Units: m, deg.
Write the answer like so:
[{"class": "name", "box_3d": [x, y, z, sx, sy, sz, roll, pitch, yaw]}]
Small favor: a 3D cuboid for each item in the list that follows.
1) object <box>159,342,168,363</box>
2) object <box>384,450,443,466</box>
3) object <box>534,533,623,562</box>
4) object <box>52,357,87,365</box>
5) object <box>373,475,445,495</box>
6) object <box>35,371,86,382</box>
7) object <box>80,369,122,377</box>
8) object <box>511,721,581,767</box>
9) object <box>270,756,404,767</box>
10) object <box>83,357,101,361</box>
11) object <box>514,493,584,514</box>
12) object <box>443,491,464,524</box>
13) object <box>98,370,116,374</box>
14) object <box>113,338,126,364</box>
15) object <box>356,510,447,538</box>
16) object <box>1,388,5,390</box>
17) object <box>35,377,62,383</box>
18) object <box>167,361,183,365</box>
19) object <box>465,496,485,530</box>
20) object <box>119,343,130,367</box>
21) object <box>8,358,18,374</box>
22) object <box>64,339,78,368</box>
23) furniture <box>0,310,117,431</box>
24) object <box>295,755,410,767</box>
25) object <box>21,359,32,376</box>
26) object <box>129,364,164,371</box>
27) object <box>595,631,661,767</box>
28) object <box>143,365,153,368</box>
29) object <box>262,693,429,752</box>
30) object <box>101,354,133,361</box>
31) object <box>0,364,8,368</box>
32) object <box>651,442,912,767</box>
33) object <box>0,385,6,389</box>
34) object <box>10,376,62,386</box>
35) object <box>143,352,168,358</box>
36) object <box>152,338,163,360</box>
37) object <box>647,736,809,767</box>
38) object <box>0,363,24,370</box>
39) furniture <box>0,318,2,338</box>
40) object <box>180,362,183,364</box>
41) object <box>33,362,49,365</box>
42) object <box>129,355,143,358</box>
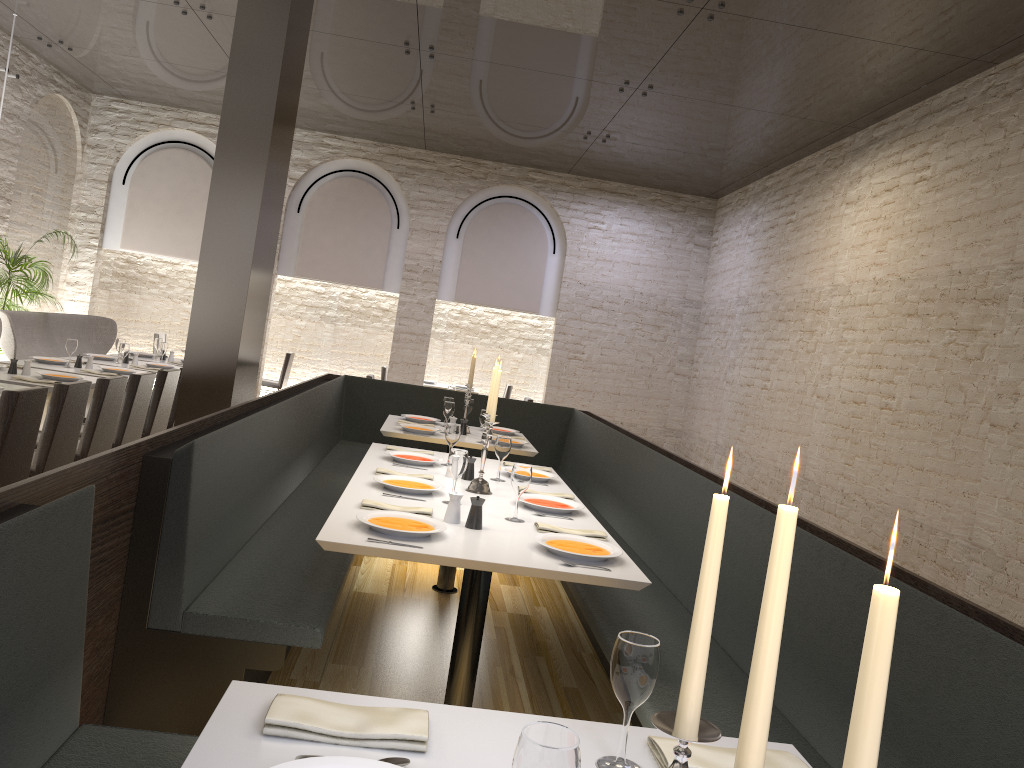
[{"class": "object", "box_3d": [-3.413, -0.293, 8.656, 0.087, 0.231, 0.086, 9, 0, 25]}, {"class": "object", "box_3d": [-0.533, 0.407, 4.790, 0.321, 0.036, 0.322, 8, 2, -10]}, {"class": "object", "box_3d": [0.235, 0.592, 3.171, 0.320, 0.036, 0.323, 7, 3, -29]}, {"class": "object", "box_3d": [-3.785, -0.196, 7.589, 0.272, 0.033, 0.143, 8, 2, -5]}, {"class": "object", "box_3d": [-0.461, 0.454, 3.942, 0.322, 0.036, 0.321, 9, 2, 15]}, {"class": "object", "box_3d": [-3.147, -0.047, 6.177, 0.321, 0.036, 0.322, 7, 3, -27]}, {"class": "object", "box_3d": [-3.214, -0.082, 6.933, 0.272, 0.033, 0.143, 8, 2, -5]}, {"class": "object", "box_3d": [0.031, 0.549, 1.101, 0.086, 0.231, 0.086, 9, 0, 7]}, {"class": "object", "box_3d": [-0.228, 0.605, 1.215, 0.322, 0.036, 0.321, 9, 2, 15]}, {"class": "object", "box_3d": [-3.856, -0.228, 8.163, 0.185, 0.010, 0.017, 8, 2, -5]}, {"class": "object", "box_3d": [0.165, 0.546, 3.995, 0.322, 0.036, 0.321, 9, 2, 15]}, {"class": "object", "box_3d": [-0.221, 0.471, 3.388, 0.069, 0.126, 0.068, 9, 1, 18]}, {"class": "object", "box_3d": [-3.233, -0.092, 7.109, 0.181, 0.015, 0.038, 8, 2, -3]}, {"class": "object", "box_3d": [-3.626, -0.305, 8.182, 0.087, 0.231, 0.086, 9, 0, 25]}, {"class": "object", "box_3d": [-0.390, 0.500, 3.118, 0.321, 0.036, 0.322, 8, 2, -7]}, {"class": "object", "box_3d": [-3.069, 0.018, 5.187, 0.185, 0.010, 0.017, 8, 2, -5]}, {"class": "object", "box_3d": [-3.138, -0.030, 5.994, 0.181, 0.015, 0.038, 8, 2, -3]}, {"class": "object", "box_3d": [-3.405, -0.206, 9.168, 0.272, 0.033, 0.143, 8, 2, -5]}, {"class": "object", "box_3d": [-0.137, 0.486, 3.346, 0.069, 0.126, 0.068, 9, 1, 26]}, {"class": "object", "box_3d": [-3.320, -0.232, 7.563, 0.087, 0.231, 0.086, 9, 0, 25]}, {"class": "object", "box_3d": [-3.425, -0.125, 6.086, 0.059, 0.109, 0.059, 8, 1, -13]}, {"class": "object", "box_3d": [-3.532, -0.244, 7.089, 0.087, 0.231, 0.086, 9, 0, 25]}, {"class": "furniture", "box_3d": [-4.435, -0.132, 9.006, 0.707, 1.097, 2.587, 9, 2, -5]}, {"class": "object", "box_3d": [-0.254, 0.601, 1.416, 0.181, 0.015, 0.038, 8, 2, -3]}, {"class": "object", "box_3d": [-3.359, -0.117, 6.138, 0.059, 0.109, 0.059, 8, 1, -13]}, {"class": "object", "box_3d": [-3.308, -0.143, 8.032, 0.272, 0.033, 0.143, 8, 2, -5]}, {"class": "object", "box_3d": [0.205, 0.556, 1.544, 0.086, 0.231, 0.086, 9, 0, 7]}, {"class": "object", "box_3d": [-3.327, -0.153, 8.208, 0.181, 0.015, 0.038, 8, 2, -3]}, {"class": "object", "box_3d": [-0.282, 0.584, 1.544, 0.272, 0.033, 0.143, 8, 2, -5]}, {"class": "object", "box_3d": [-3.878, -0.257, 8.689, 0.272, 0.033, 0.143, 8, 2, -5]}, {"class": "object", "box_3d": [-3.677, -0.125, 6.133, 0.321, 0.036, 0.322, 7, 3, -27]}, {"class": "object", "box_3d": [0.185, 0.372, 0.726, 0.131, 0.657, 0.390, 9, 1, 6]}, {"class": "object", "box_3d": [-3.048, 0.018, 5.010, 0.321, 0.036, 0.322, 7, 3, -27]}, {"class": "object", "box_3d": [-3.119, -0.020, 5.819, 0.272, 0.033, 0.143, 8, 2, -5]}, {"class": "object", "box_3d": [-3.975, -0.320, 9.825, 0.272, 0.033, 0.143, 8, 2, -5]}, {"class": "object", "box_3d": [-3.722, -0.367, 9.306, 0.087, 0.231, 0.086, 9, 0, 25]}, {"class": "object", "box_3d": [0.395, 0.683, 1.603, 0.272, 0.033, 0.143, 8, 2, -5]}, {"class": "object", "box_3d": [-3.689, -0.134, 6.475, 0.272, 0.033, 0.143, 8, 2, -5]}, {"class": "furniture", "box_3d": [-4.123, 0.071, 5.343, 0.708, 1.097, 4.481, 9, 2, -5]}, {"class": "object", "box_3d": [-3.424, -0.216, 9.344, 0.181, 0.015, 0.038, 8, 2, -3]}, {"class": "object", "box_3d": [-3.762, -0.167, 7.064, 0.185, 0.010, 0.017, 8, 2, -5]}, {"class": "object", "box_3d": [-3.953, -0.291, 9.299, 0.185, 0.010, 0.017, 8, 2, -5]}]
